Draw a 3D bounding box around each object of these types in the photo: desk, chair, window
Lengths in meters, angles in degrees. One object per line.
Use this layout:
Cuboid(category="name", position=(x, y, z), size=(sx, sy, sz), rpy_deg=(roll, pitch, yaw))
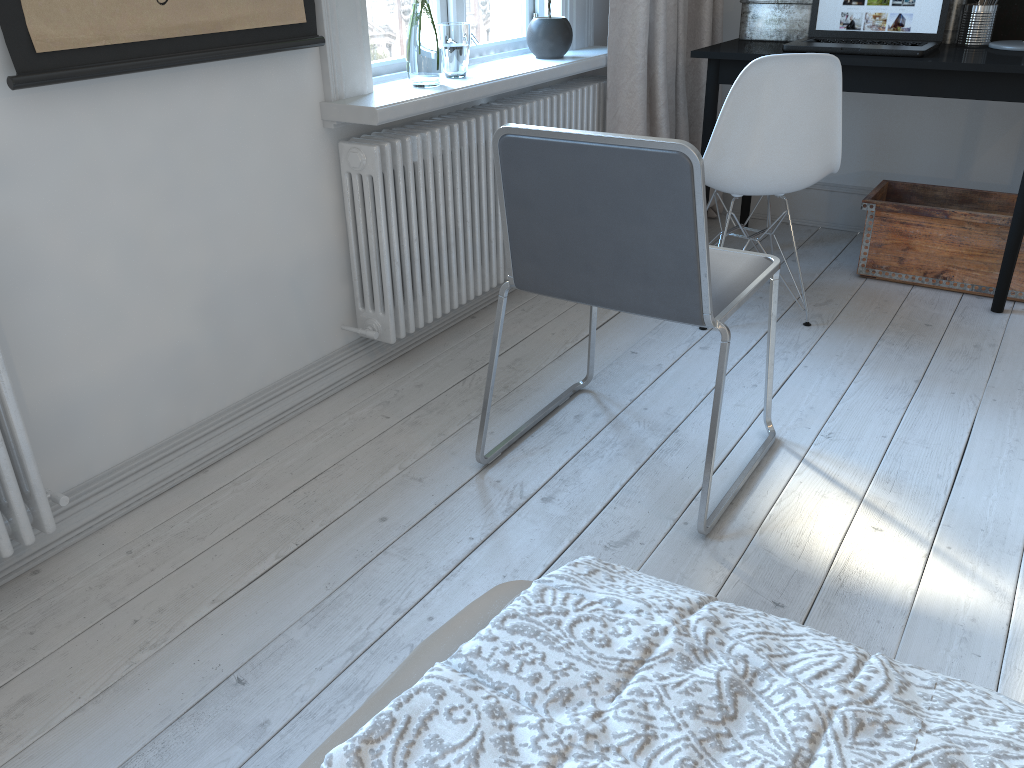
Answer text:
Cuboid(category="desk", position=(1.281, -0.794, 3.170), size=(1.157, 0.764, 0.647), rpy_deg=(15, 31, 29))
Cuboid(category="chair", position=(0.281, -0.190, 1.954), size=(0.561, 0.803, 0.522), rpy_deg=(15, 31, 29))
Cuboid(category="chair", position=(0.756, -0.628, 2.781), size=(0.474, 0.830, 0.550), rpy_deg=(-2, 27, -2))
Cuboid(category="window", position=(-16.715, -2.266, 0.095), size=(26.491, 15.134, 25.504), rpy_deg=(15, 31, 29))

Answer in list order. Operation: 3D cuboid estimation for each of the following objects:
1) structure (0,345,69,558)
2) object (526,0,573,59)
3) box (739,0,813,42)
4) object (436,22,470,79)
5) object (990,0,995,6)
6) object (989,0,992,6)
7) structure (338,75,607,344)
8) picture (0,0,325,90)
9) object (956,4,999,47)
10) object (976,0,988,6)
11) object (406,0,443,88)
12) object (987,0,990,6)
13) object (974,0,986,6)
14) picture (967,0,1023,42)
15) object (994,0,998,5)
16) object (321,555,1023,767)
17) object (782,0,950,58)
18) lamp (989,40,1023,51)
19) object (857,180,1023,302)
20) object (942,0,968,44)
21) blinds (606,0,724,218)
Cuboid(category="structure", position=(-1.336, 0.288, 1.105), size=(0.195, 0.551, 1.497), rpy_deg=(15, 31, 29))
Cuboid(category="object", position=(0.115, -1.285, 2.901), size=(0.309, 0.410, 0.270), rpy_deg=(-5, 27, -7))
Cuboid(category="box", position=(1.011, -1.362, 3.290), size=(0.316, 0.153, 0.192), rpy_deg=(15, 31, 29))
Cuboid(category="object", position=(-0.167, -0.962, 2.560), size=(0.097, 0.147, 0.097), rpy_deg=(18, 33, 34))
Cuboid(category="object", position=(1.597, -1.252, 2.965), size=(0.082, 0.223, 0.009), rpy_deg=(-15, 30, -25))
Cuboid(category="object", position=(1.599, -1.276, 2.963), size=(0.062, 0.266, 0.012), rpy_deg=(-8, 28, -13))
Cuboid(category="structure", position=(-0.047, -0.645, 2.924), size=(0.195, 0.551, 1.497), rpy_deg=(15, 31, 29))
Cuboid(category="picture", position=(-0.684, -1.257, 1.554), size=(0.057, 1.323, 0.788), rpy_deg=(15, 31, 29))
Cuboid(category="object", position=(1.570, -1.212, 2.997), size=(0.108, 0.129, 0.108), rpy_deg=(-24, 34, -37))
Cuboid(category="object", position=(1.637, -1.261, 2.995), size=(0.138, 0.210, 0.034), rpy_deg=(5, 28, 11))
Cuboid(category="object", position=(-0.264, -1.078, 2.324), size=(0.304, 0.569, 0.412), rpy_deg=(-12, 29, -21))
Cuboid(category="object", position=(1.595, -1.279, 2.964), size=(0.060, 0.269, 0.008), rpy_deg=(-22, 34, -35))
Cuboid(category="object", position=(1.566, -1.255, 2.992), size=(0.050, 0.200, 0.080), rpy_deg=(-17, 31, -29))
Cuboid(category="picture", position=(1.482, -1.808, 3.058), size=(0.951, 1.181, 0.063), rpy_deg=(15, 31, 29))
Cuboid(category="object", position=(1.603, -1.255, 2.951), size=(0.084, 0.242, 0.009), rpy_deg=(3, 27, 8))
Cuboid(category="object", position=(0.570, 0.385, 0.418), size=(1.457, 0.105, 0.402), rpy_deg=(15, 31, 29))
Cuboid(category="object", position=(1.166, -1.257, 2.894), size=(0.445, 0.318, 0.324), rpy_deg=(15, 31, 29))
Cuboid(category="lamp", position=(1.603, -1.430, 2.771), size=(0.617, 0.721, 0.228), rpy_deg=(0, 27, 3))
Cuboid(category="object", position=(1.588, -0.503, 3.108), size=(0.663, 0.284, 0.337), rpy_deg=(15, 31, 29))
Cuboid(category="object", position=(1.532, -1.282, 3.082), size=(0.079, 0.190, 0.078), rpy_deg=(4, 27, 10))
Cuboid(category="blinds", position=(0.608, -1.782, 3.040), size=(0.224, 2.667, 0.826), rpy_deg=(15, 31, 29))
